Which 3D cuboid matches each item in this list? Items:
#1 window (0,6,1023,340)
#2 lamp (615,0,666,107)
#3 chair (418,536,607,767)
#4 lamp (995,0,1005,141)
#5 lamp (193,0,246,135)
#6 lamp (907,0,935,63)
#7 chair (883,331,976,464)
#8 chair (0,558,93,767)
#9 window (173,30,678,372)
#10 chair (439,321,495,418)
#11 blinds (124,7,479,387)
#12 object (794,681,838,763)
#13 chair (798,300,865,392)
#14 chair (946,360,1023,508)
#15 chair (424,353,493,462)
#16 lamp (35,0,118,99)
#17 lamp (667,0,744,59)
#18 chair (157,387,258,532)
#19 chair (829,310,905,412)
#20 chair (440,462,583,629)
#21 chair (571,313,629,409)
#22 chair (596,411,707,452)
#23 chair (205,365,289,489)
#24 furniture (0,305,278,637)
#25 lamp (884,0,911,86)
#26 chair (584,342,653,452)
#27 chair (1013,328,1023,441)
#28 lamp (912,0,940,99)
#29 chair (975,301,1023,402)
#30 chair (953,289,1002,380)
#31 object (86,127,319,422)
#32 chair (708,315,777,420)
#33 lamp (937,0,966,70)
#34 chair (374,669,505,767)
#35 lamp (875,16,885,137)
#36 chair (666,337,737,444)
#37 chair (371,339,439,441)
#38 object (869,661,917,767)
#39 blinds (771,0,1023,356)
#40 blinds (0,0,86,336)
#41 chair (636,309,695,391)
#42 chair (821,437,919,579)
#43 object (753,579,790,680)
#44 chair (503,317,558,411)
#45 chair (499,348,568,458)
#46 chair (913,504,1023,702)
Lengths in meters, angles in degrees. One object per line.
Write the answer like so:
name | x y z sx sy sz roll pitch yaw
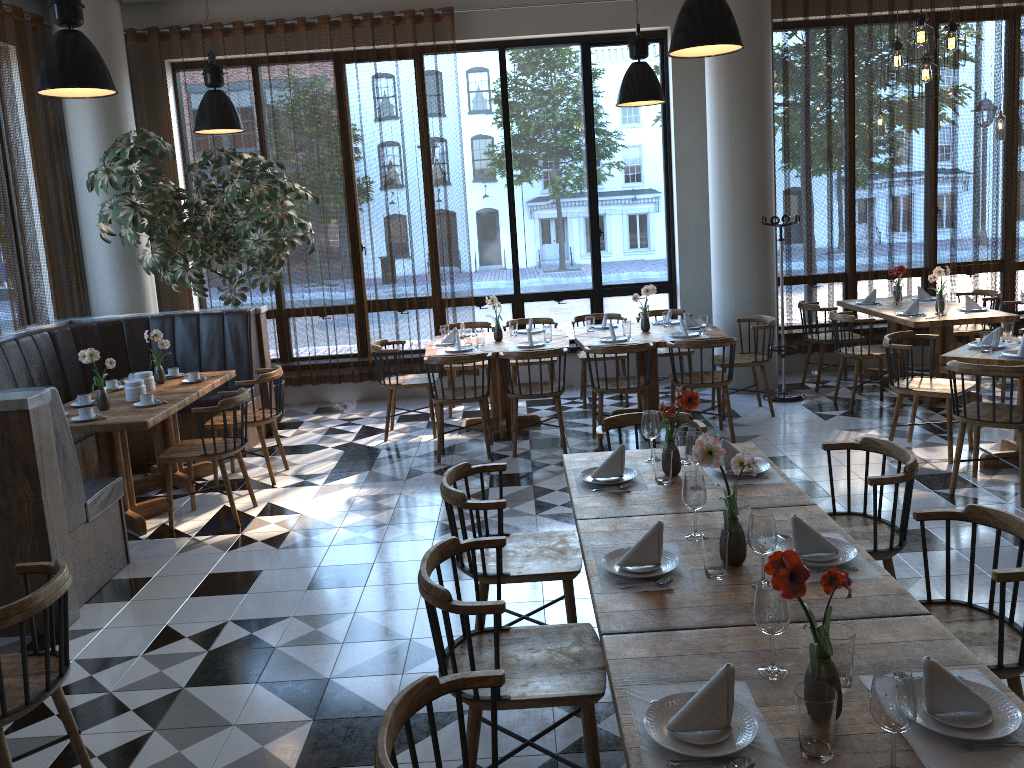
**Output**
window | 1.570 -1.766 7.980 15.159 3.145 4.514 -8 11 -22
lamp | 0.934 -3.075 6.704 0.391 1.853 0.392 -7 10 -22
chair | 0.014 0.925 2.747 0.549 0.812 0.523 -4 9 0
lamp | 4.451 -3.215 8.044 0.078 1.951 0.078 4 11 40
lamp | -2.327 -2.867 6.727 0.390 1.853 0.393 -2 9 13
lamp | 2.773 -3.256 5.996 0.175 2.057 0.176 -6 9 -13
chair | 2.880 0.071 6.149 0.551 0.812 0.522 6 13 45
chair | -1.649 1.025 2.789 0.549 0.812 0.523 -4 9 0
window | -0.831 -1.815 9.030 4.965 3.146 0.367 -4 9 0
chair | -0.399 -0.148 8.361 0.519 0.812 0.553 -4 9 0
blinds | -2.039 -1.752 8.784 3.198 3.559 0.156 -4 9 1
object | 0.592 0.660 1.725 0.080 0.131 0.080 -1 10 15
chair | 3.015 -0.381 8.413 0.549 0.812 0.523 -4 9 0
chair | 2.882 0.247 5.248 0.520 0.812 0.552 6 13 45
chair | -0.389 0.144 6.867 0.519 0.812 0.553 -4 9 0
lamp | -2.320 -2.425 4.469 0.390 1.853 0.393 -3 9 3
lamp | 0.942 -2.634 4.447 0.391 1.853 0.392 -6 9 -12
chair | -1.939 0.473 5.705 0.549 0.812 0.523 -4 9 0
chair | 3.017 -0.218 7.579 0.549 0.812 0.523 -4 9 0
chair | 0.012 0.757 3.605 0.549 0.812 0.523 -4 9 0
chair | 0.844 -0.228 8.352 0.519 0.812 0.553 -4 9 0
chair | 0.686 0.591 4.227 0.519 0.812 0.553 -4 9 0
chair | -1.942 0.307 6.554 0.549 0.812 0.523 -4 9 0
furniture | -3.130 0.301 6.115 1.917 1.143 4.067 -4 11 1
lamp | 2.779 -3.231 6.385 0.175 2.057 0.176 4 12 42
chair | 0.836 0.066 6.859 0.519 0.812 0.553 -4 9 0
chair | 3.790 0.013 6.143 0.520 0.812 0.552 6 13 45
lamp | 2.912 -3.076 6.223 0.175 2.057 0.176 -6 9 -13
chair | 4.320 -0.301 7.570 0.549 0.812 0.523 -4 9 0
chair | 4.318 -0.465 8.404 0.549 0.812 0.523 -4 9 0
object | -2.675 -0.918 7.967 1.761 2.763 1.484 -12 12 -41
chair | 1.981 -0.152 7.588 0.549 0.812 0.523 -4 9 0
lamp | 2.985 -3.213 6.000 0.175 2.057 0.176 -8 10 -24
chair | 0.017 1.092 1.891 0.549 0.812 0.523 -4 9 0
lamp | 3.337 -3.248 8.035 0.078 1.951 0.078 -8 10 -24
chair | 1.464 0.025 6.854 0.519 0.812 0.553 -4 9 0
chair | -0.901 0.032 7.608 0.549 0.812 0.523 -4 9 0
object | 0.704 0.628 1.637 0.081 0.214 0.082 -5 9 -8
blinds | 5.999 -2.266 8.724 7.264 3.559 0.161 -4 9 0
blinds | -4.070 -0.952 5.375 0.155 3.557 5.582 -4 10 1
chair | 1.454 -0.267 8.348 0.519 0.812 0.553 -4 9 0
chair | 1.338 0.672 3.596 0.549 0.812 0.523 -4 9 0
object | 0.594 0.559 2.024 0.081 0.214 0.082 -5 9 -8
chair | 0.195 -0.186 8.357 0.519 0.812 0.553 -4 9 0
chair | 0.187 0.107 6.863 0.519 0.812 0.553 -4 9 0
chair | 1.340 0.840 2.739 0.549 0.812 0.523 -4 9 0
